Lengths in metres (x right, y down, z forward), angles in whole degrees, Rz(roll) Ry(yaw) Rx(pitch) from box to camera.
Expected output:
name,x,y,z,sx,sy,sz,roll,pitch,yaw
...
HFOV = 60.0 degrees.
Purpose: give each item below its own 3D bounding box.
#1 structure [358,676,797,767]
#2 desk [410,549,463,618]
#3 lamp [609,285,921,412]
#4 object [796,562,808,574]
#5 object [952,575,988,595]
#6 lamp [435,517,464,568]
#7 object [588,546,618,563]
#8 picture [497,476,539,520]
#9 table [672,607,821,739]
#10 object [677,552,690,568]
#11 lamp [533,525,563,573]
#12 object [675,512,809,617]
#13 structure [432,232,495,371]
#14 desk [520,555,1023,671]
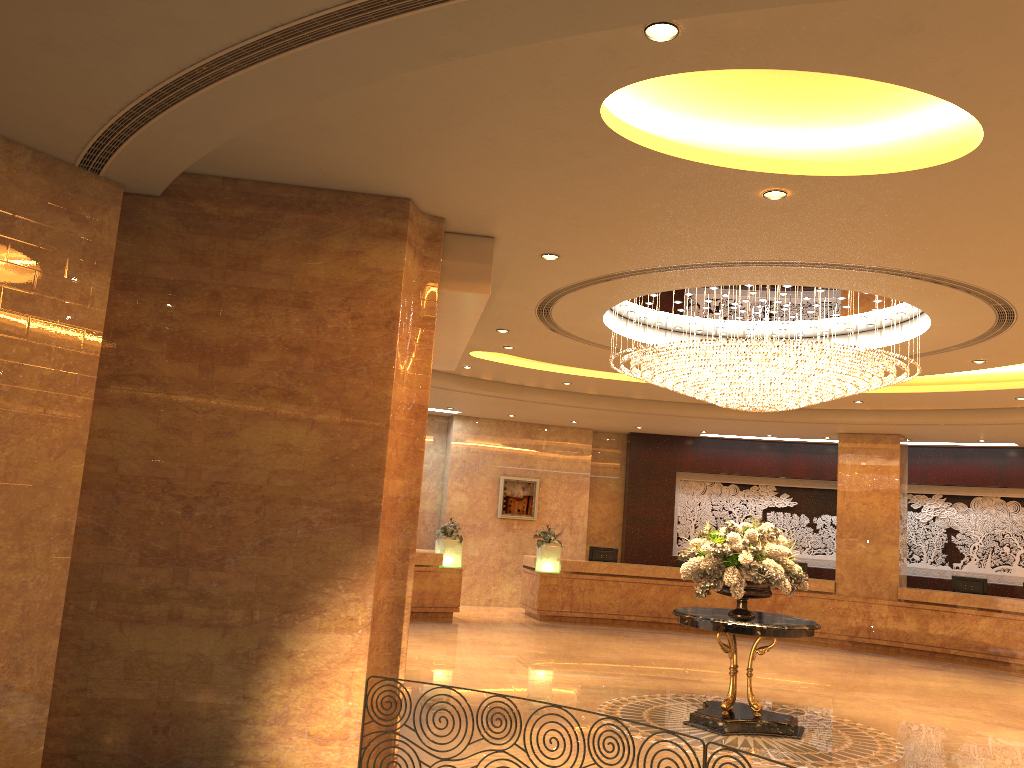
name,x,y,z,sx,sy,sz,roll,pitch,yaw
structure,0.155,1.951,1.893,3.815,0.995,7.624,3,-9,11
desk,-3.134,3.432,15.403,5.227,1.155,1.570,12,-11,-42
lamp,2.677,-0.294,9.620,3.206,1.196,3.204,-1,-10,29
object,5.525,3.759,17.536,0.430,0.500,0.531,10,-10,-35
object,8.292,3.748,16.067,0.430,0.500,0.531,6,-9,-10
lamp,-1.198,2.955,16.603,0.570,0.923,0.580,6,-9,-10
object,1.836,3.539,17.897,0.531,0.500,0.430,-1,-10,30
picture,0.145,2.477,19.219,0.875,0.890,0.068,7,-9,-16
table,2.381,2.945,9.133,1.493,1.089,1.493,6,-9,-14
object,3.643,3.675,17.909,0.531,0.500,0.430,-4,-11,43
lamp,0.698,3.204,17.335,0.577,0.925,0.542,5,-8,-5
object,2.434,1.919,9.312,1.277,0.999,1.318,1,-9,23
structure,-0.643,-0.700,9.197,0.425,0.483,4.113,5,-8,-7
desk,6.322,4.203,15.876,12.951,1.155,3.466,0,-9,27
